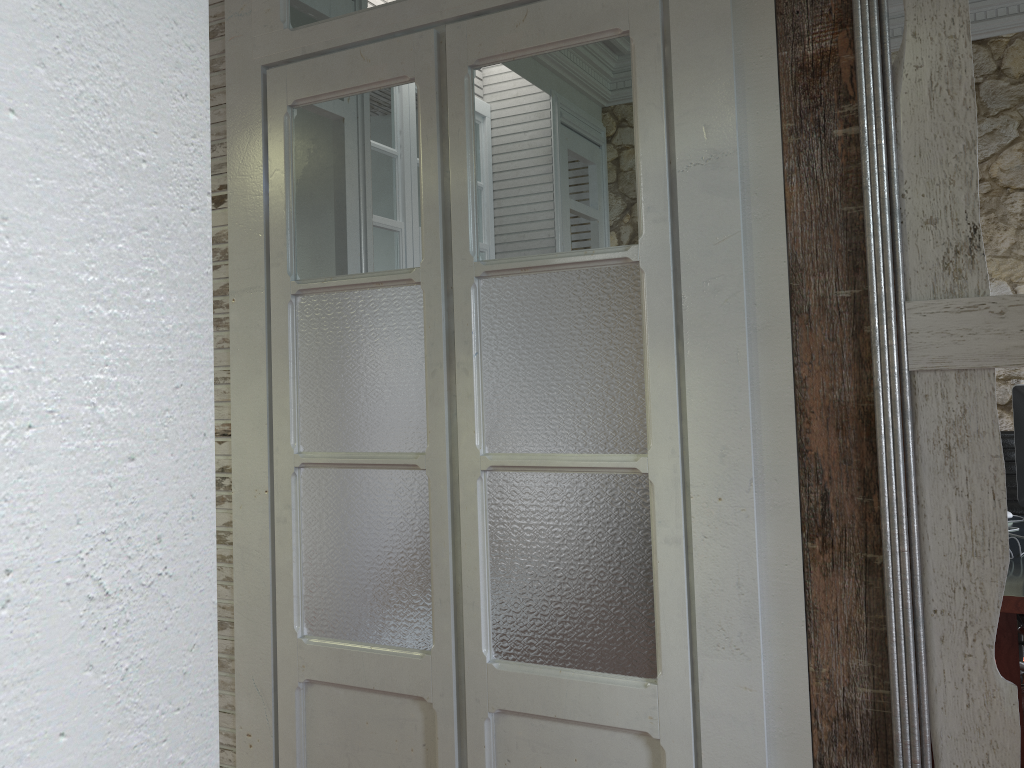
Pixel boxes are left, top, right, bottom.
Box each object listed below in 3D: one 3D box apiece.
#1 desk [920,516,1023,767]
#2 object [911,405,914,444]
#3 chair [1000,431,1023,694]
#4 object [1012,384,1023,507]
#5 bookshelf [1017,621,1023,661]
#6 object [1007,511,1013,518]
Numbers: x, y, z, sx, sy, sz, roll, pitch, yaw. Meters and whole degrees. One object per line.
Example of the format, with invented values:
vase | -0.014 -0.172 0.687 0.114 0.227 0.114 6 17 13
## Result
desk | 2.050 0.840 2.385 2.504 0.730 1.299 -2 -1 27
object | 1.250 0.258 2.625 0.484 0.486 0.189 -1 -3 -38
chair | 2.056 0.696 3.175 0.664 1.026 0.698 -3 -2 23
object | 1.898 0.237 2.847 0.483 0.486 0.189 -3 -3 27
bookshelf | 1.598 0.993 3.986 1.193 0.461 0.436 -2 -2 27
object | 1.741 0.468 3.176 0.106 0.028 0.059 -2 -1 -12
